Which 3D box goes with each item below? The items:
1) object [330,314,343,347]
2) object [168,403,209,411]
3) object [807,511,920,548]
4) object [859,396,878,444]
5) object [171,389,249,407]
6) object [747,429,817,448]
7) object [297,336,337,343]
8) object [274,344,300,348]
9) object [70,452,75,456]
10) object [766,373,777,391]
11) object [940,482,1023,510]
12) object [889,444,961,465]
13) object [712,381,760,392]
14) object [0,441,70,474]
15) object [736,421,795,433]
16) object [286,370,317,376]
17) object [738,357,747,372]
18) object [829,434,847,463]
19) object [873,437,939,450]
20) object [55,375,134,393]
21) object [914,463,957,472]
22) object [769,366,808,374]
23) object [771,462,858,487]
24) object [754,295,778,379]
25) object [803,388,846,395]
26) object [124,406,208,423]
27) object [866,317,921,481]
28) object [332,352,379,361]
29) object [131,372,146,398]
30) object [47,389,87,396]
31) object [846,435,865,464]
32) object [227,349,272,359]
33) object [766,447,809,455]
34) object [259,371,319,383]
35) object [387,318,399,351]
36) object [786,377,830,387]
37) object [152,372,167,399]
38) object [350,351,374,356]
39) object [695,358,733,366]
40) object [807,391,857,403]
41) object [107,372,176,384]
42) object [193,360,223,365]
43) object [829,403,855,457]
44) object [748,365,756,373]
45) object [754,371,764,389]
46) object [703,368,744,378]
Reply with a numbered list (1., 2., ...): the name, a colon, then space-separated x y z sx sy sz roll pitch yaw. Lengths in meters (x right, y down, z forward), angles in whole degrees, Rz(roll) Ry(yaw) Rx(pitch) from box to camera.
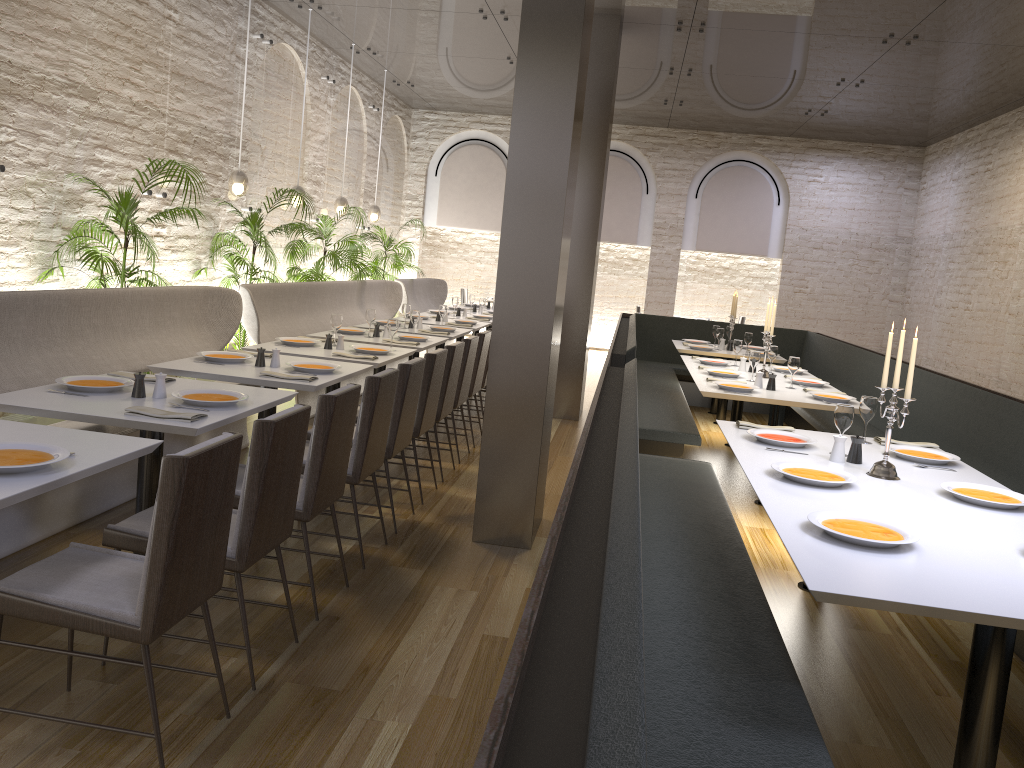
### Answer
1. object: -1.267 -0.388 6.370 0.086 0.230 0.087 0 8 -40
2. object: -1.333 0.095 3.649 0.181 0.015 0.038 7 8 9
3. object: 1.065 0.450 2.700 0.321 0.036 0.323 3 8 -17
4. object: 1.762 0.178 4.403 0.086 0.230 0.087 8 6 19
5. object: -1.303 0.065 3.828 0.321 0.036 0.323 3 8 -15
6. object: 1.270 0.262 4.183 0.322 0.036 0.322 9 9 27
7. object: -1.444 -0.328 6.588 0.273 0.033 0.143 6 8 7
8. object: -1.538 -0.262 6.072 0.185 0.010 0.017 7 7 7
9. object: -1.454 0.209 2.770 0.185 0.010 0.017 7 7 7
10. object: 1.827 -0.014 6.233 0.069 0.126 0.069 10 8 38
11. object: 1.792 0.429 3.350 0.321 0.036 0.323 3 8 -17
12. object: 1.896 0.333 4.101 0.322 0.036 0.322 9 9 27
13. object: 1.531 0.023 6.069 0.321 0.036 0.323 6 8 5
14. object: -1.473 0.222 2.593 0.321 0.036 0.323 3 8 -15
15. object: 1.289 0.218 4.515 0.273 0.033 0.143 6 8 7
16. object: -1.163 -0.062 4.884 0.181 0.015 0.038 7 8 9
17. object: 1.919 -0.164 7.364 0.069 0.126 0.069 6 6 1
18. object: 1.421 0.280 3.853 0.069 0.126 0.069 6 6 1
19. object: 1.968 0.295 4.427 0.273 0.033 0.143 6 8 7
20. object: -1.832 0.004 3.899 0.321 0.036 0.323 3 8 -15
21. object: 1.863 0.366 3.900 0.181 0.015 0.038 7 8 9
22. object: 2.385 -0.116 7.642 0.322 0.036 0.323 6 8 3
23. object: 1.167 0.357 3.433 0.321 0.036 0.323 3 8 -17
24. object: 2.021 -0.376 6.999 0.132 0.654 0.391 7 6 18
25. object: 2.229 0.061 6.325 0.273 0.033 0.143 6 8 7
26. object: -1.354 0.117 3.474 0.273 0.033 0.143 6 8 7
27. object: 1.552 0.055 3.598 0.132 0.654 0.391 7 6 18
28. object: -1.029 -0.182 5.828 0.273 0.033 0.143 6 8 7
29. object: -1.597 0.001 3.797 0.059 0.109 0.059 5 6 -1
30. object: -1.863 0.037 3.719 0.185 0.010 0.017 7 7 7
31. object: 1.501 0.286 3.866 0.069 0.126 0.069 6 6 1
32. object: -1.598 -0.186 5.470 0.273 0.033 0.143 6 8 7
33. object: 1.230 0.300 3.959 0.185 0.010 0.017 7 7 7
34. object: -1.183 -0.040 4.709 0.273 0.033 0.143 6 8 7
35. object: -0.869 -0.357 6.424 0.086 0.230 0.087 0 8 -40
36. object: 2.268 -0.009 6.802 0.322 0.036 0.322 9 9 27
37. object: -1.522 0.004 3.833 0.059 0.109 0.059 5 6 -1
38. object: -1.008 -0.204 6.002 0.181 0.015 0.038 7 8 9
39. object: 1.759 -0.187 7.725 0.322 0.036 0.323 6 8 3
40. object: 2.156 0.094 5.986 0.321 0.036 0.323 3 8 -17
41. object: -1.769 -0.030 4.235 0.273 0.033 0.143 6 8 7
42. object: -1.692 -0.120 4.954 0.185 0.010 0.017 7 7 7
43. object: 1.494 0.208 4.010 0.086 0.230 0.087 8 6 19
44. object: 2.000 -0.154 7.350 0.069 0.126 0.069 6 6 1
45. object: 1.753 -0.030 6.292 0.069 0.126 0.069 9 7 30
46. object: 1.643 -0.081 6.885 0.322 0.036 0.322 9 9 27
